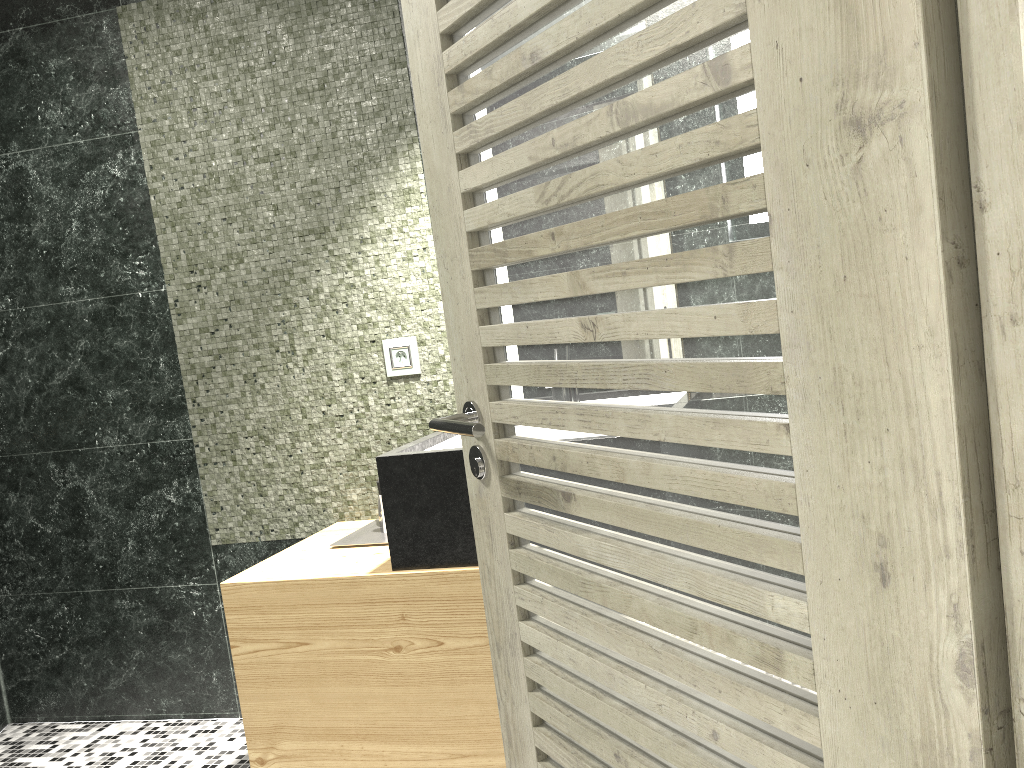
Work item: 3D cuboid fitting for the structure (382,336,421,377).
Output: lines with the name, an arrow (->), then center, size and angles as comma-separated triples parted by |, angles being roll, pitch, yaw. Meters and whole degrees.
structure -> -0.380, -0.093, 2.999 | 0.120, 0.129, 0.017 | -6, 5, 12

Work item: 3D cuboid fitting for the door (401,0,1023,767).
door -> -0.103, 0.066, 1.137 | 1.513, 2.517, 1.038 | -7, 5, -2

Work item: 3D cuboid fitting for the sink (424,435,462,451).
sink -> 0.103, 0.112, 2.614 | 0.699, 0.409, 0.560 | -6, 5, 15

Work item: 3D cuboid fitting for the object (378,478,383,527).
object -> -0.437, 0.401, 2.965 | 0.043, 0.163, 0.047 | -5, 6, 22

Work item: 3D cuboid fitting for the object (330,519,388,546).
object -> -0.375, 0.481, 2.868 | 0.305, 0.011, 0.328 | -5, 5, 16

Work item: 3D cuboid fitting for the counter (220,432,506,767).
counter -> -0.079, 0.671, 2.705 | 1.284, 1.053, 0.663 | -6, 5, 13
